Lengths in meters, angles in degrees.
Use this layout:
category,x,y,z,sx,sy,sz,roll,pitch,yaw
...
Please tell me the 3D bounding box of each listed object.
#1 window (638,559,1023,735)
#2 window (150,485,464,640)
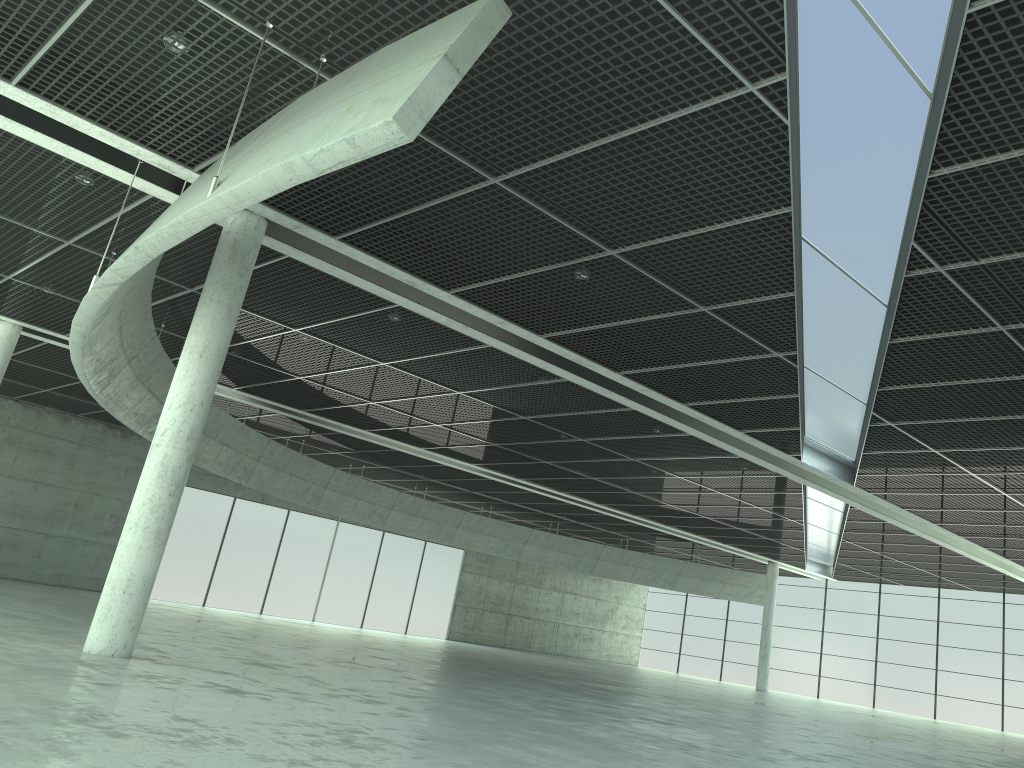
category,x,y,z,sx,sy,sz,roll,pitch,yaw
window,17.383,12.608,50.009,99.578,16.089,100.719,-8,-24,45
window,-17.747,19.765,84.557,0.159,10.668,33.506,-8,-24,45
